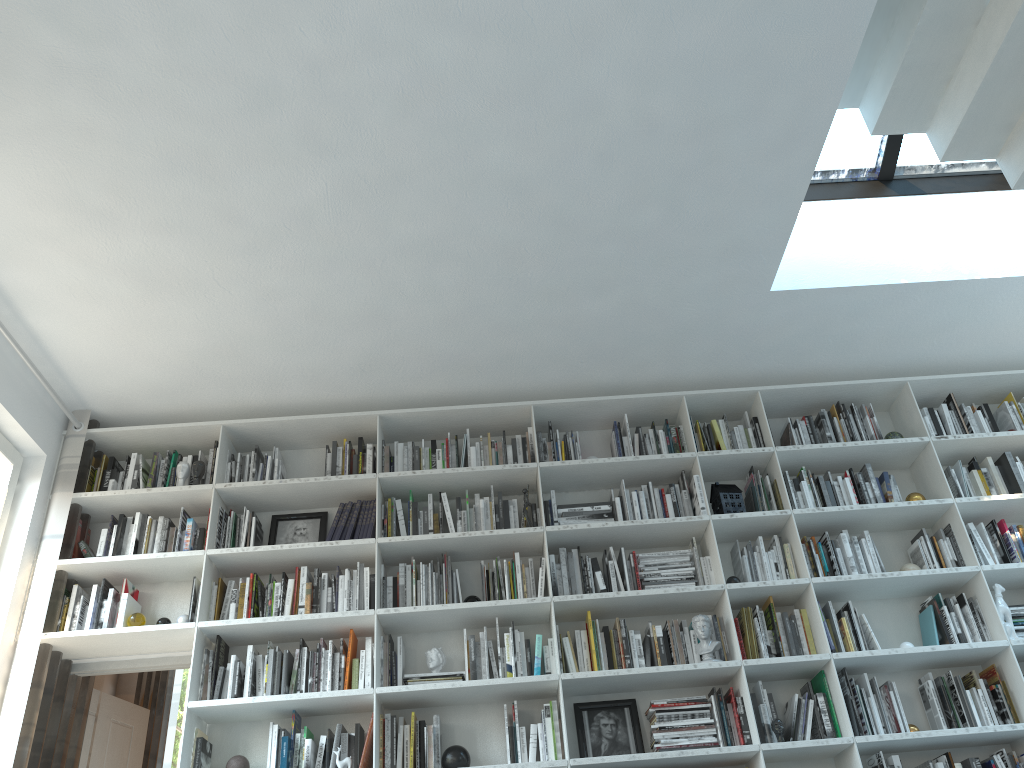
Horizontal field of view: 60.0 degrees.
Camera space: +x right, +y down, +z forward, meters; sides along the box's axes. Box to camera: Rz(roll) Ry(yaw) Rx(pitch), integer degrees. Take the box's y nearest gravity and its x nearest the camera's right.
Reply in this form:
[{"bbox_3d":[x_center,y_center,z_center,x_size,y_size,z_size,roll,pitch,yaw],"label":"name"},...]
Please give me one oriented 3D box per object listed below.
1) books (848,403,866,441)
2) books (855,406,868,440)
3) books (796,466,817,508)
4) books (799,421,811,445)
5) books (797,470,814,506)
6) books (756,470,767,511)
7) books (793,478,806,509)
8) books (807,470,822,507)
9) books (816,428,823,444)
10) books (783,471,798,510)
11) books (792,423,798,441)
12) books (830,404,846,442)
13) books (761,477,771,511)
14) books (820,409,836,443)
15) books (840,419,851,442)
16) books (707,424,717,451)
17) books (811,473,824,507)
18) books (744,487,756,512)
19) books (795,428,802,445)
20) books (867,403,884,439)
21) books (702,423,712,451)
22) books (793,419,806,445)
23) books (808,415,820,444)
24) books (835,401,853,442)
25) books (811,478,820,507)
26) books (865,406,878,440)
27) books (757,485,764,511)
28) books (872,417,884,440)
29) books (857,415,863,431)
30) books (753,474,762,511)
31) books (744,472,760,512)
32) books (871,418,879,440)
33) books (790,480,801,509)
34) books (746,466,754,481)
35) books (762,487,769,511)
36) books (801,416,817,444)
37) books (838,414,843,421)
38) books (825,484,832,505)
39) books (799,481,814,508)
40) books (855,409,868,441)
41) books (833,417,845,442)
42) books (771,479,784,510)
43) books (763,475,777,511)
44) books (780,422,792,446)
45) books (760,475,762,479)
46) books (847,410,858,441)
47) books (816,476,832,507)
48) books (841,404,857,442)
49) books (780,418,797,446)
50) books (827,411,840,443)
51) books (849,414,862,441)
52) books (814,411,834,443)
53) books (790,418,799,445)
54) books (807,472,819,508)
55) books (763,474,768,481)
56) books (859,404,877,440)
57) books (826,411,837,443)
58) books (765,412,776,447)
[{"bbox_3d":[1.922,0.286,4.967,0.008,0.305,0.183,-4,-34,-2],"label":"books"},{"bbox_3d":[1.961,0.293,4.996,0.008,0.319,0.134,-4,-34,-2],"label":"books"},{"bbox_3d":[1.580,0.612,4.751,0.014,0.305,0.153,-4,-34,-2],"label":"books"},{"bbox_3d":[1.621,0.343,4.941,0.028,0.225,0.164,-4,-34,-2],"label":"books"},{"bbox_3d":[1.568,0.626,4.749,0.011,0.281,0.174,-4,-34,-2],"label":"books"},{"bbox_3d":[1.318,0.629,4.727,0.021,0.286,0.180,-4,-34,-2],"label":"books"},{"bbox_3d":[1.525,0.646,4.738,0.026,0.242,0.149,-4,-34,-2],"label":"books"},{"bbox_3d":[1.618,0.623,4.762,0.021,0.294,0.139,-4,-34,-2],"label":"books"},{"bbox_3d":[1.704,0.364,4.950,0.031,0.189,0.133,-4,-34,-2],"label":"books"},{"bbox_3d":[1.482,0.627,4.741,0.012,0.283,0.160,-4,-34,-2],"label":"books"},{"bbox_3d":[1.569,0.340,4.954,0.012,0.253,0.134,-4,-34,-2],"label":"books"},{"bbox_3d":[1.817,0.292,4.968,0.006,0.310,0.180,-4,-34,-2],"label":"books"},{"bbox_3d":[1.342,0.646,4.727,0.005,0.253,0.159,-4,-34,-2],"label":"books"},{"bbox_3d":[1.755,0.308,4.965,0.024,0.290,0.168,-4,-34,-2],"label":"books"},{"bbox_3d":[1.833,0.328,4.924,0.018,0.199,0.189,-4,-34,-2],"label":"books"},{"bbox_3d":[1.098,0.363,4.908,0.015,0.232,0.172,-4,-34,-2],"label":"books"},{"bbox_3d":[1.635,0.633,4.763,0.012,0.275,0.134,-4,-34,-2],"label":"books"},{"bbox_3d":[1.274,0.677,4.726,0.019,0.212,0.157,-4,-34,-2],"label":"books"},{"bbox_3d":[1.582,0.363,4.927,0.009,0.182,0.161,-4,-34,-2],"label":"books"},{"bbox_3d":[2.027,0.279,4.970,0.006,0.304,0.164,-4,-34,-2],"label":"books"},{"bbox_3d":[1.086,0.362,4.930,0.008,0.260,0.143,-4,-34,-2],"label":"books"},{"bbox_3d":[1.591,0.336,4.929,0.013,0.228,0.175,-4,-34,-2],"label":"books"},{"bbox_3d":[1.675,0.328,4.952,0.021,0.255,0.170,-4,-34,-2],"label":"books"},{"bbox_3d":[1.849,0.282,4.972,0.007,0.327,0.184,-4,-34,-2],"label":"books"},{"bbox_3d":[1.606,0.645,4.739,0.012,0.234,0.166,-4,-34,-2],"label":"books"},{"bbox_3d":[1.989,0.290,4.957,0.008,0.277,0.181,-4,-34,-2],"label":"books"},{"bbox_3d":[1.311,0.671,4.725,0.024,0.216,0.170,-4,-34,-2],"label":"books"},{"bbox_3d":[2.020,0.319,4.942,0.014,0.207,0.189,-4,-34,-2],"label":"books"},{"bbox_3d":[1.935,0.309,4.959,0.014,0.257,0.150,-4,-34,-2],"label":"books"},{"bbox_3d":[1.296,0.641,4.727,0.022,0.270,0.182,-4,-34,-2],"label":"books"},{"bbox_3d":[1.279,0.634,4.716,0.021,0.270,0.191,-4,-34,-2],"label":"books"},{"bbox_3d":[2.005,0.323,4.951,0.018,0.213,0.158,-4,-34,-2],"label":"books"},{"bbox_3d":[1.507,0.652,4.741,0.012,0.238,0.139,-4,-34,-2],"label":"books"},{"bbox_3d":[1.301,0.621,4.759,0.025,0.337,0.143,-4,-34,-2],"label":"books"},{"bbox_3d":[1.334,0.671,4.723,0.013,0.209,0.140,-4,-34,-2],"label":"books"},{"bbox_3d":[1.649,0.329,4.949,0.030,0.254,0.162,-4,-34,-2],"label":"books"},{"bbox_3d":[1.844,0.315,4.951,0.008,0.249,0.171,-4,-34,-2],"label":"books"},{"bbox_3d":[1.677,0.653,4.743,0.014,0.213,0.133,-4,-34,-2],"label":"books"},{"bbox_3d":[1.552,0.649,4.714,0.026,0.206,0.182,-4,-34,-2],"label":"books"},{"bbox_3d":[1.948,0.294,4.975,0.019,0.297,0.138,-4,-34,-2],"label":"books"},{"bbox_3d":[1.808,0.324,4.940,0.018,0.229,0.161,-4,-34,-2],"label":"books"},{"bbox_3d":[1.397,0.652,4.706,0.008,0.212,0.225,-4,-34,-2],"label":"books"},{"bbox_3d":[1.364,0.640,4.714,0.013,0.247,0.187,-4,-34,-2],"label":"books"},{"bbox_3d":[1.522,0.350,4.918,0.046,0.205,0.184,-4,-34,-2],"label":"books"},{"bbox_3d":[1.350,0.648,4.760,0.013,0.287,0.132,-4,-34,-2],"label":"books"},{"bbox_3d":[1.891,0.306,4.964,0.008,0.273,0.164,-4,-34,-2],"label":"books"},{"bbox_3d":[1.656,0.633,4.734,0.027,0.240,0.161,-4,-34,-2],"label":"books"},{"bbox_3d":[1.861,0.285,4.950,0.015,0.297,0.184,-4,-34,-2],"label":"books"},{"bbox_3d":[1.548,0.335,4.935,0.009,0.242,0.174,-4,-34,-2],"label":"books"},{"bbox_3d":[1.793,0.313,4.970,0.007,0.283,0.160,-4,-34,-2],"label":"books"},{"bbox_3d":[1.908,0.314,4.958,0.024,0.251,0.150,-4,-34,-2],"label":"books"},{"bbox_3d":[1.730,0.311,4.935,0.028,0.256,0.186,-4,-34,-2],"label":"books"},{"bbox_3d":[1.558,0.340,4.943,0.011,0.243,0.173,-4,-34,-2],"label":"books"},{"bbox_3d":[1.593,0.627,4.741,0.010,0.267,0.167,-4,-34,-2],"label":"books"},{"bbox_3d":[1.387,0.640,4.756,0.005,0.290,0.131,-4,-34,-2],"label":"books"},{"bbox_3d":[1.978,0.287,4.967,0.013,0.295,0.189,-4,-34,-2],"label":"books"},{"bbox_3d":[1.776,0.312,4.977,0.017,0.293,0.139,-4,-34,-2],"label":"books"},{"bbox_3d":[1.417,0.313,4.938,0.019,0.302,0.177,-4,-34,-2],"label":"books"}]
